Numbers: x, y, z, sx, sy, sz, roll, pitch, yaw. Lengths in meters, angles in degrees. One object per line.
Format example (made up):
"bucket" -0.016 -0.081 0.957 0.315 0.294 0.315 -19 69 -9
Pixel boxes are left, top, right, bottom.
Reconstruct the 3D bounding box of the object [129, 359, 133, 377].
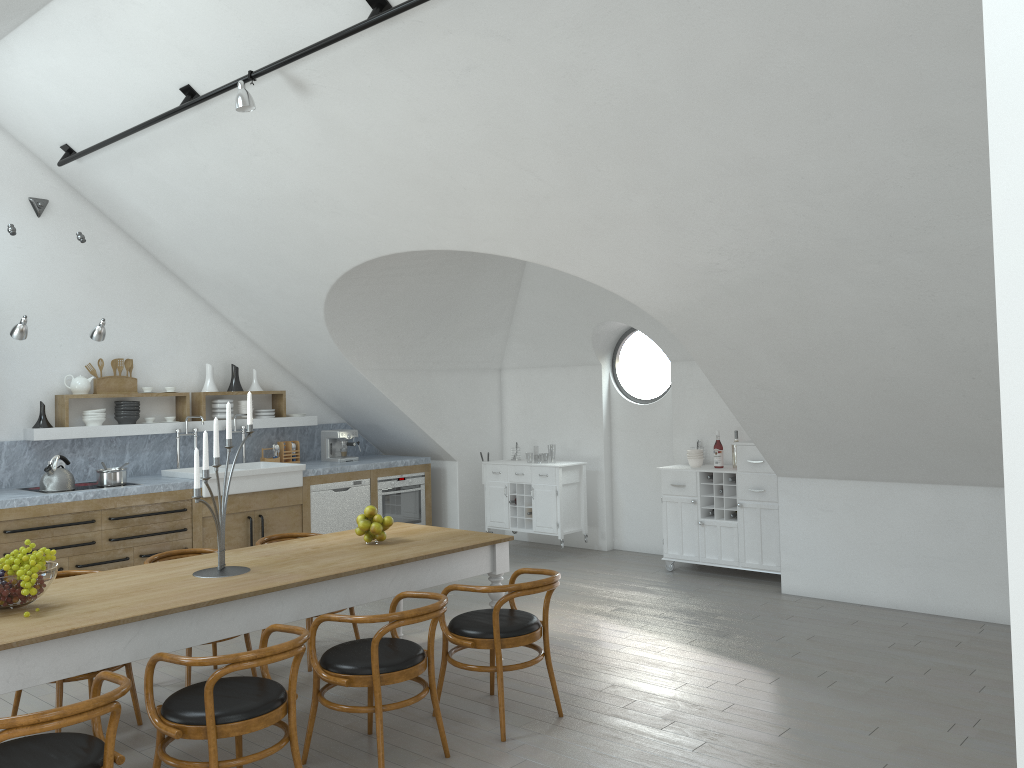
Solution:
"object" -3.350 -0.073 7.785 0.030 0.294 0.057 -3 -3 41

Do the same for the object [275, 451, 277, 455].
"object" -2.322 0.695 8.727 0.023 0.196 0.018 -3 -3 36

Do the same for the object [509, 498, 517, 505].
"object" 0.085 1.183 8.962 0.082 0.085 0.317 -3 -1 42

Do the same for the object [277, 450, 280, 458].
"object" -2.305 0.704 8.729 0.044 0.179 0.019 -2 -2 26

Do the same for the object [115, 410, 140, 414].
"object" -3.338 0.260 7.697 0.205 0.086 0.205 -1 -1 -6

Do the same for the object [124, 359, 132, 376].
"object" -3.362 -0.073 7.745 0.039 0.298 0.067 -3 -3 41

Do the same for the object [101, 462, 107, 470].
"object" -3.239 0.711 7.100 0.235 0.167 0.051 -2 -2 37

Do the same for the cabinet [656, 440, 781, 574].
"cabinet" 1.919 1.070 7.724 1.241 1.155 0.609 -3 -2 41

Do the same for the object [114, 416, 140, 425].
"object" -3.342 0.315 7.697 0.205 0.072 0.205 -2 -1 29

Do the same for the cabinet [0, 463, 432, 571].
"cabinet" -3.305 1.382 7.115 1.003 1.023 6.427 -3 -1 41

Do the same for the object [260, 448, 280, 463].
"object" -2.377 0.711 8.711 0.100 0.171 0.173 -3 -2 43

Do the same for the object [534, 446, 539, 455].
"object" 0.246 0.710 8.937 0.048 0.169 0.048 -3 -2 29

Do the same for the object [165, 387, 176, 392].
"object" -3.094 0.052 8.029 0.098 0.049 0.098 -2 -1 39

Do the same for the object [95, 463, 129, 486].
"object" -3.161 0.736 7.137 0.232 0.170 0.394 -2 -1 21

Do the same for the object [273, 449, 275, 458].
"object" -2.334 0.705 8.703 0.019 0.179 0.044 -2 -2 6

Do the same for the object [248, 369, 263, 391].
"object" -2.518 -0.038 8.690 0.156 0.219 0.156 -2 -2 23

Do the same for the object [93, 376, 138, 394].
"object" -3.430 0.007 7.673 0.084 0.158 0.353 -3 -2 41

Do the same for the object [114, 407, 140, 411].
"object" -3.342 0.239 7.702 0.205 0.072 0.205 -2 -1 29

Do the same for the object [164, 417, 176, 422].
"object" -3.091 0.321 8.014 0.098 0.049 0.098 -2 -1 39

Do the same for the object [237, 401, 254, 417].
"object" -2.568 0.240 8.542 0.158 0.160 0.154 -1 -1 -20

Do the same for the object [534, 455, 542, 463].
"object" 0.258 0.752 8.870 0.077 0.085 0.077 -2 -2 29

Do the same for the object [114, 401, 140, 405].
"object" -3.347 0.186 7.709 0.205 0.080 0.205 -2 -1 44

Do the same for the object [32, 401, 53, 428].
"object" -3.812 0.247 7.199 0.156 0.219 0.156 -2 -2 23

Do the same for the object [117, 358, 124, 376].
"object" -3.402 -0.073 7.696 0.019 0.299 0.057 -3 -3 41

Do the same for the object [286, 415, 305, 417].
"object" -2.198 0.327 9.007 0.213 0.025 0.213 -2 -1 29

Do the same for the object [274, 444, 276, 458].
"object" -2.344 0.693 8.748 0.040 0.192 0.042 -1 -2 -11

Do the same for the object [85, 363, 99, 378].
"object" -3.541 -0.054 7.564 0.199 0.259 0.016 0 -2 -38

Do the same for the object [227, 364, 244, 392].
"object" -2.660 -0.060 8.517 0.156 0.268 0.156 0 -2 -44

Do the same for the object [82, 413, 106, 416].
"object" -3.529 0.276 7.488 0.181 0.069 0.181 -1 -1 -31

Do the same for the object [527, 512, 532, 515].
"object" 0.261 1.281 8.855 0.081 0.083 0.317 -3 -1 41

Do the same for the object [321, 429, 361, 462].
"object" -1.699 0.629 9.022 0.386 0.321 0.324 -2 -2 41

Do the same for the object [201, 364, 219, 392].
"object" -2.837 -0.058 8.322 0.156 0.268 0.156 -2 -2 30

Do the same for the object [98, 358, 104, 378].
"object" -3.519 -0.072 7.594 0.027 0.299 0.055 -3 -3 41

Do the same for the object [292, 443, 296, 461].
"object" -2.187 0.690 8.886 0.040 0.192 0.042 -1 -2 2

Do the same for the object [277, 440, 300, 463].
"object" -2.239 0.684 8.886 0.104 0.223 0.200 -3 -2 42

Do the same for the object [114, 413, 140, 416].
"object" -3.343 0.288 7.698 0.205 0.086 0.205 -1 -1 -11

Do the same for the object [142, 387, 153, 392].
"object" -3.236 0.055 7.868 0.098 0.049 0.098 -2 -1 39

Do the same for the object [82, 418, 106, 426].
"object" -3.530 0.322 7.485 0.181 0.064 0.181 -1 -1 -26

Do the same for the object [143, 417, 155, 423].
"object" -3.219 0.323 7.870 0.098 0.049 0.098 -2 -1 39

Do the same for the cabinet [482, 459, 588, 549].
"cabinet" 0.201 1.189 8.986 1.134 0.790 0.496 -2 -2 41

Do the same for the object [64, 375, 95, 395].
"object" -3.629 0.005 7.436 0.174 0.169 0.168 -2 -1 25

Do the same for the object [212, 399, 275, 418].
"object" -2.586 0.243 8.557 0.197 0.196 0.657 -3 -1 41

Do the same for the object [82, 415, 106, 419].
"object" -3.531 0.299 7.485 0.181 0.065 0.181 -1 -1 -11

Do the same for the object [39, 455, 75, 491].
"object" -3.476 0.676 6.777 0.246 0.268 0.246 0 -2 -39

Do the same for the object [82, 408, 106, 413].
"object" -3.529 0.247 7.490 0.181 0.076 0.181 -1 -1 -11

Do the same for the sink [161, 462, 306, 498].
"sink" -2.463 0.840 7.881 0.727 0.202 1.021 -2 -1 41

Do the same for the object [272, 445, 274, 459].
"object" -2.344 0.696 8.721 0.019 0.196 0.022 -3 -2 30

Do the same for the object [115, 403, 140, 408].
"object" -3.343 0.213 7.707 0.205 0.084 0.205 -1 -1 -21

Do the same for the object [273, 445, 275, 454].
"object" -2.343 0.696 8.731 0.018 0.196 0.020 0 -3 -39

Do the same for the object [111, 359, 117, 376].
"object" -3.439 -0.072 7.683 0.040 0.299 0.061 -3 -3 39

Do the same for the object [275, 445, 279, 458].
"object" -2.308 0.692 8.716 0.040 0.192 0.042 -1 -2 -12

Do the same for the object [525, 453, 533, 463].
"object" 0.175 0.744 8.896 0.081 0.105 0.081 0 -2 -35

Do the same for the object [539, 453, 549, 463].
"object" 0.322 0.746 8.937 0.094 0.093 0.093 -2 -1 29
